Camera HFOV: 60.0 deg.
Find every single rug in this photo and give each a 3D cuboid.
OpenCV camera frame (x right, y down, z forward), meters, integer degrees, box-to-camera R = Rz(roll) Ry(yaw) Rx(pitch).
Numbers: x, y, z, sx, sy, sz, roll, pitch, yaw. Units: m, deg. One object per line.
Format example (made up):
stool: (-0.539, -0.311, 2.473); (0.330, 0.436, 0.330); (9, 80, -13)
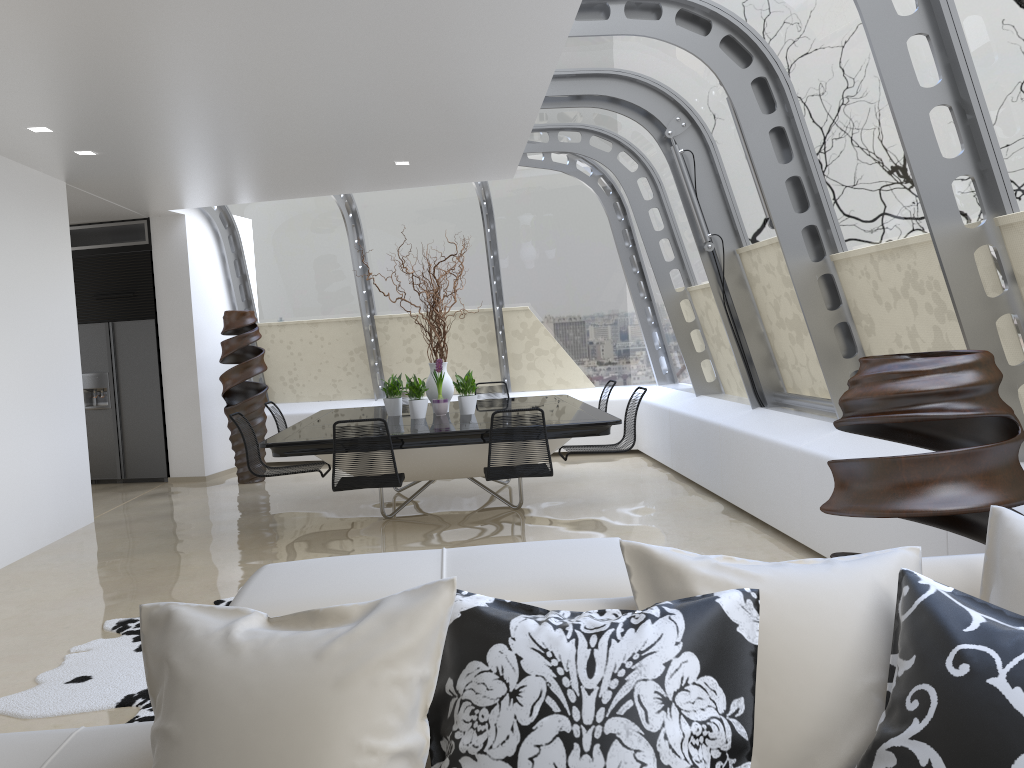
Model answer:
rug: (-0.585, 1.184, 4.155); (3.220, 0.008, 2.705); (-4, 3, -4)

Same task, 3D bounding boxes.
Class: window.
window: (-5.192, 0.008, 4.397); (16.693, 3.674, 16.171); (-3, 3, 2)

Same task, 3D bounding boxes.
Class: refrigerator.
refrigerator: (-4.321, 0.180, 9.912); (1.006, 1.742, 0.234); (-3, 3, 9)

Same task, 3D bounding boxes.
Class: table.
table: (-0.553, 0.631, 7.535); (2.494, 0.759, 3.031); (-4, 3, -4)

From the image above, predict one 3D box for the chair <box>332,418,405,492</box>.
chair: (-0.965, 0.463, 5.898); (0.446, 0.519, 0.688); (-4, 3, -4)

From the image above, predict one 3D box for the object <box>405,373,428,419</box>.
object: (-0.779, 0.096, 7.220); (0.215, 0.369, 0.284); (-2, 3, 30)

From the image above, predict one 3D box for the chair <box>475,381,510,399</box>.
chair: (-0.189, 0.252, 9.083); (0.446, 0.519, 0.688); (-4, 3, -4)

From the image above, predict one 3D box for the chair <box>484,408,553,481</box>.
chair: (0.029, 0.400, 5.965); (0.446, 0.519, 0.688); (-4, 3, -4)

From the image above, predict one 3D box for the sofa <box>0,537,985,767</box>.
sofa: (0.229, 0.909, 0.262); (3.257, 0.866, 4.169); (-4, 3, -4)

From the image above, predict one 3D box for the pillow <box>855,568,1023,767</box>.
pillow: (0.750, 0.587, 1.272); (0.405, 0.483, 0.599); (-5, 4, -35)

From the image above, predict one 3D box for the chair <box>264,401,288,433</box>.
chair: (-1.877, 0.401, 8.125); (0.688, 0.519, 0.446); (-4, 3, -4)

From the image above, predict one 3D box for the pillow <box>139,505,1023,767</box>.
pillow: (0.798, 0.575, 0.628); (1.656, 0.530, 3.322); (-5, 4, -34)

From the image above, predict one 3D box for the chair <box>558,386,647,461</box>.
chair: (0.717, 0.305, 7.020); (0.688, 0.519, 0.446); (-4, 3, -4)

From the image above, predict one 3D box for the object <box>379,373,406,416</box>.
object: (-1.015, 0.088, 7.637); (0.215, 0.369, 0.284); (-1, 4, 34)

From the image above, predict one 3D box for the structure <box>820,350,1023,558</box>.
structure: (1.405, 0.524, 3.001); (0.672, 1.258, 0.674); (-5, 3, -27)

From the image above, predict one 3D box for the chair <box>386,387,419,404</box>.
chair: (-1.111, 0.310, 9.021); (0.446, 0.519, 0.688); (-4, 3, -4)

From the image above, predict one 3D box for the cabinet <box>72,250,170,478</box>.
cabinet: (-4.877, -0.148, 10.292); (2.252, 2.558, 0.831); (-3, 3, 11)

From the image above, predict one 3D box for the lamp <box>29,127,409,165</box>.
lamp: (-5.378, -1.348, 2.384); (9.775, 0.004, 9.928); (-4, 3, -3)

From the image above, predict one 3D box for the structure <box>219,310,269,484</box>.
structure: (-2.833, 0.139, 9.418); (0.498, 1.843, 0.493); (-3, 3, 7)

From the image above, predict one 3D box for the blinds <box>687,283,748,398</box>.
blinds: (1.847, -0.351, 7.473); (0.329, 1.027, 1.430); (-4, 3, -4)

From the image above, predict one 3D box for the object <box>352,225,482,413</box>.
object: (-0.802, -0.511, 7.506); (1.031, 1.549, 1.135); (-4, 3, -12)

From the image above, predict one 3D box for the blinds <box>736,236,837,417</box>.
blinds: (1.920, -0.369, 5.930); (0.387, 1.214, 1.376); (-4, 3, -4)

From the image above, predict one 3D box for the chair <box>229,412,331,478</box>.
chair: (-1.788, 0.462, 6.853); (0.688, 0.519, 0.446); (-4, 3, -4)

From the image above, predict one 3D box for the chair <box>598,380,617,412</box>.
chair: (0.629, 0.244, 8.292); (0.688, 0.519, 0.446); (-4, 3, -4)

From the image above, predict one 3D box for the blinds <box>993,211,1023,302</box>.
blinds: (2.168, -0.132, 2.871); (0.329, 1.027, 1.430); (-4, 3, -4)

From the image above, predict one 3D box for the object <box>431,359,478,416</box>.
object: (-0.451, 0.018, 7.373); (0.417, 0.476, 0.238); (-2, 3, 24)

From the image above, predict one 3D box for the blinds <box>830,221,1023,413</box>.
blinds: (2.061, -0.205, 4.405); (0.329, 1.027, 1.430); (-4, 3, -4)

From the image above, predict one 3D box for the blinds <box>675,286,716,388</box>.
blinds: (1.920, 0.086, 9.226); (0.663, 2.118, 1.829); (-4, 3, -4)

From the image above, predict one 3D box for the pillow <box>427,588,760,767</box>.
pillow: (0.107, 0.606, 1.424); (0.604, 0.471, 0.394); (-3, 3, 12)
